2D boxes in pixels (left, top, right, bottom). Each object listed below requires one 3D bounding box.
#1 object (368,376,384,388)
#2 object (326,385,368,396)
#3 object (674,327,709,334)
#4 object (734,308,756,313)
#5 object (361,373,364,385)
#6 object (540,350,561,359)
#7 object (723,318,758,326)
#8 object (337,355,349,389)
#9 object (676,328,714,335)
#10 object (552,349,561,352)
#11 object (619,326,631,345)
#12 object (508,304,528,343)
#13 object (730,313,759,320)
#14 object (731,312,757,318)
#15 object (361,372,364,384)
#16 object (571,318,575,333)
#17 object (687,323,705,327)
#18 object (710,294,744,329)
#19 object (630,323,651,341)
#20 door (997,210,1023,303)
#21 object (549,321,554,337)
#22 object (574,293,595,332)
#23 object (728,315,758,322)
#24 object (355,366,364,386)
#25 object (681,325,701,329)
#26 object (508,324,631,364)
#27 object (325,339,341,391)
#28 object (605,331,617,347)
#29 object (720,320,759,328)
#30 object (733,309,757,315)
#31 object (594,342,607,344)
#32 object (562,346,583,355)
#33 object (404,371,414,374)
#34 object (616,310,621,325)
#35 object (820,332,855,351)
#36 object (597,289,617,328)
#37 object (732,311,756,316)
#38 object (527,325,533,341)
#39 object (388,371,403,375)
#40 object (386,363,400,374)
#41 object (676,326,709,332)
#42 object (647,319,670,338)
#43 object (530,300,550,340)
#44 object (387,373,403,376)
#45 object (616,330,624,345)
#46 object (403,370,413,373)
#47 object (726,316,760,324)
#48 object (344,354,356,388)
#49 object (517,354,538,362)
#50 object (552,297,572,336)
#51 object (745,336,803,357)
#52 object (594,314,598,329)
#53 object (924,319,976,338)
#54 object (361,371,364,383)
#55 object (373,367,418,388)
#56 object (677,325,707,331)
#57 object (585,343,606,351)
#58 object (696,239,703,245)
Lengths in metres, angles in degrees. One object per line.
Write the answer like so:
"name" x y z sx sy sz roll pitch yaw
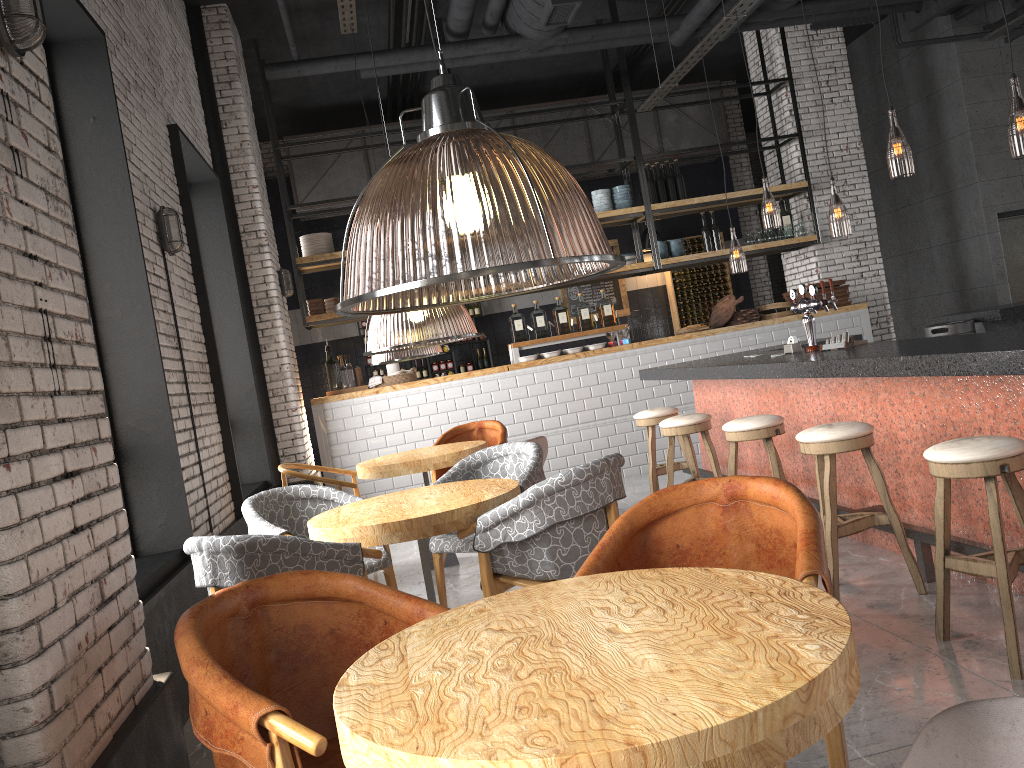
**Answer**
"object" -1.294 -0.034 8.833 0.187 0.111 0.284 -9 1 28
"object" -1.662 0.070 8.974 0.411 0.050 0.411 -10 1 -9
"object" 1.899 -0.569 9.455 0.276 0.019 0.513 -10 1 -3
"object" 2.422 -0.776 9.565 0.406 0.019 0.459 -9 2 38
"object" -1.542 -0.055 8.970 0.056 0.249 0.056 -10 0 44
"object" 0.393 -0.298 8.997 0.216 0.059 0.324 -10 1 -8
"object" 2.478 -0.672 9.565 0.407 0.019 0.457 -11 2 -36
"object" -1.687 -0.102 8.870 0.070 0.368 0.107 -10 0 -9
"object" 1.953 -0.560 9.416 0.406 0.019 0.459 -9 2 33
"object" 0.435 -0.327 8.915 0.043 0.023 0.202 -11 2 -37
"object" 1.161 -0.499 9.079 0.128 0.189 0.123 -10 1 1
"object" 0.055 -0.636 9.297 0.154 0.404 0.154 -10 0 -9
"object" 2.417 -0.710 9.550 0.406 0.019 0.458 -10 1 5
"object" 2.428 -0.728 9.564 0.406 0.019 0.459 -9 2 34
"object" -1.554 -0.055 9.056 0.056 0.249 0.056 -10 0 44
"object" 0.640 -0.616 9.323 0.031 0.164 0.046 -10 0 17
"object" 1.926 -0.618 9.294 0.184 0.011 0.254 -10 1 13
"object" 2.273 -0.776 9.436 0.242 0.338 0.487 -10 1 -22
"object" 1.351 -0.548 9.330 0.181 0.168 0.170 -10 1 2
"door" 6.500 -1.113 10.884 1.120 2.103 0.158 -10 0 -8
"object" 0.415 -0.576 9.283 0.039 0.164 0.078 -10 1 36
"object" 0.755 -0.760 9.398 0.154 0.404 0.154 -10 0 -9
"object" 2.443 -0.698 9.568 0.459 0.019 0.406 -11 2 -40
"object" -1.529 -0.055 8.884 0.056 0.249 0.056 -10 0 44
"object" 1.880 -0.601 9.355 0.172 0.010 0.368 -10 1 2
"object" 0.632 -0.254 9.374 1.250 0.551 0.314 -10 1 -8
"object" -1.801 -0.177 8.841 0.106 0.554 0.156 -10 0 -9
"object" 1.025 -0.465 9.129 0.122 0.165 0.112 -10 1 26
"object" 2.463 -0.653 9.570 0.457 0.019 0.407 -9 2 27
"object" 2.443 -0.764 9.569 0.457 0.019 0.407 -9 2 25
"object" 0.894 -0.416 8.986 0.039 0.021 0.203 -11 2 -31
"object" 0.624 -0.338 9.054 0.216 0.055 0.324 -10 1 -8
"object" -1.064 -0.083 8.937 0.160 0.075 0.161 -9 2 45
"object" 1.121 -0.701 9.370 0.034 0.164 0.061 -10 0 25
"object" 1.897 -0.250 5.187 0.091 0.091 0.177 -10 1 -33
"object" 0.997 -0.803 9.438 0.154 0.404 0.154 -10 0 -9
"object" 2.451 -0.749 9.569 0.457 0.019 0.407 -9 2 34
"object" 0.186 -0.535 9.232 0.032 0.164 0.080 -10 1 -37
"object" -1.152 -0.083 8.799 0.160 0.078 0.160 -11 1 -30
"object" -1.199 -0.104 9.023 0.129 0.204 0.129 -10 1 27
"object" 1.891 -0.579 9.448 0.215 0.013 0.521 -10 1 -12
"object" 1.560 -0.587 9.454 0.181 0.168 0.170 -10 1 -28
"object" 0.282 -0.676 9.323 0.154 0.404 0.154 -10 0 -9
"object" -1.150 -0.064 8.797 0.161 0.075 0.160 -11 1 -30
"object" 1.154 -0.489 9.205 0.122 0.165 0.112 -11 1 -44
"object" -1.070 -0.101 8.938 0.160 0.078 0.161 -9 2 45
"object" 2.453 -0.684 9.570 0.457 0.019 0.407 -9 2 20
"object" -1.623 -0.114 8.881 0.070 0.368 0.107 -10 0 -9
"object" 0.164 -0.256 8.976 0.216 0.055 0.324 -10 1 -8
"object" 0.517 -0.718 9.366 0.154 0.404 0.154 -10 0 -9
"object" 1.693 -0.243 5.992 0.200 0.106 0.766 -10 1 -8
"object" 0.884 -0.659 9.337 0.024 0.164 0.062 -10 0 -18
"object" 3.701 0.004 7.337 0.399 1.035 0.398 -10 0 27
"object" -1.567 -0.055 9.142 0.056 0.249 0.056 -10 0 44
"object" -1.176 -0.055 8.901 0.437 0.156 0.419 -11 2 -36
"object" 1.897 -0.594 9.451 0.230 0.016 0.557 -10 1 -2
"object" 0.852 -0.380 9.072 0.216 0.060 0.324 -10 1 -8
"object" 2.732 -2.074 12.898 0.079 0.079 0.283 -10 1 -8
